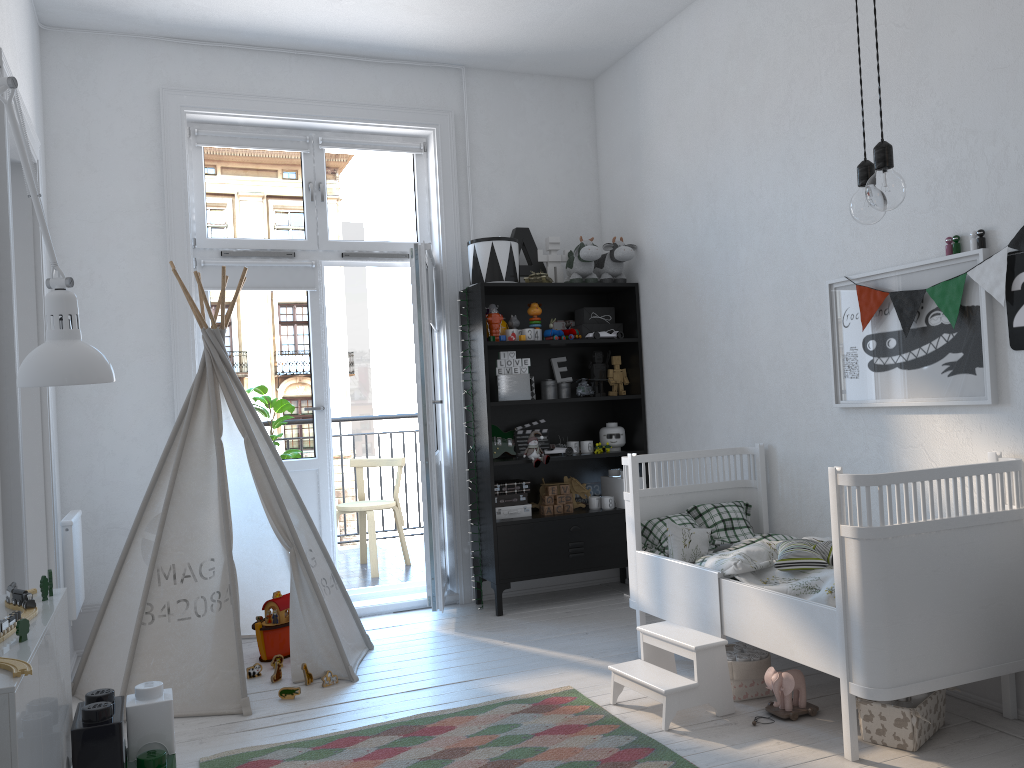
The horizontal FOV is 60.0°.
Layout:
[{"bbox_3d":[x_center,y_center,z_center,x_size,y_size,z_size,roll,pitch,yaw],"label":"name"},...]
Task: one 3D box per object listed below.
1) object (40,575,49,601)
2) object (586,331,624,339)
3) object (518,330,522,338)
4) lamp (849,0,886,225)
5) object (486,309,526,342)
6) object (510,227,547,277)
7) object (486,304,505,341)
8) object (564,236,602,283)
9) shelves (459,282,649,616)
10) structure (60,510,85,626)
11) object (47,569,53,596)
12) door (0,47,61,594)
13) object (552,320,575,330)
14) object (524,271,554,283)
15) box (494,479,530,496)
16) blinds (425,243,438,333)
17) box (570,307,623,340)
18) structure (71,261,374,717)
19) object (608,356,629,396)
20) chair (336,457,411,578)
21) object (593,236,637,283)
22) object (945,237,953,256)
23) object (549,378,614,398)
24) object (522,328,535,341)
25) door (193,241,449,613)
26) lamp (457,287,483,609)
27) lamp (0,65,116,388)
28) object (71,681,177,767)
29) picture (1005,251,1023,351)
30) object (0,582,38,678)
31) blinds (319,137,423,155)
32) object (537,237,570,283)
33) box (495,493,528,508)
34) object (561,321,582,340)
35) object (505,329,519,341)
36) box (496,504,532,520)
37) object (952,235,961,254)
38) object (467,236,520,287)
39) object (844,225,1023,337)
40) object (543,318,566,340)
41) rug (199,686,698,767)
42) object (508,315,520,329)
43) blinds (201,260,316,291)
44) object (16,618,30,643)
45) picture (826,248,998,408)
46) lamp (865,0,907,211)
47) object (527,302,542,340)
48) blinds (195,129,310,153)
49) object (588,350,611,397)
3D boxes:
[{"bbox_3d":[-1.180,0.515,2.238,0.007,0.063,0.029,-3,-1,5],"label":"object"},{"bbox_3d":[0.499,-0.262,4.793,0.230,0.048,0.098,-2,-1,-32],"label":"object"},{"bbox_3d":[0.033,-0.250,4.677,0.067,0.067,0.067,-4,-1,42],"label":"object"},{"bbox_3d":[0.226,-1.061,2.302,1.382,1.529,0.074,-4,-1,43],"label":"lamp"},{"bbox_3d":[-0.080,-0.309,4.663,0.197,0.197,0.318,-3,-1,-26],"label":"object"},{"bbox_3d":[0.059,-0.685,4.881,0.343,0.344,0.057,-3,-1,-22],"label":"object"},{"bbox_3d":[-0.085,-0.315,4.585,0.105,0.203,0.072,-3,-1,-14],"label":"object"},{"bbox_3d":[0.374,-0.654,4.795,0.154,0.253,0.370,-3,-1,-14],"label":"object"},{"bbox_3d":[0.245,0.314,4.772,0.911,1.677,0.353,-3,-1,-22],"label":"shelves"},{"bbox_3d":[-1.871,0.781,3.789,0.075,0.460,0.636,-3,-1,-26],"label":"structure"},{"bbox_3d":[-1.199,0.516,2.304,0.009,0.066,0.054,-3,-1,-31],"label":"object"},{"bbox_3d":[-1.869,0.145,3.144,0.505,2.177,1.465,-2,-1,-37],"label":"door"},{"bbox_3d":[0.390,-0.296,5.015,0.347,0.131,0.037,-3,-1,-22],"label":"object"},{"bbox_3d":[0.136,-0.571,4.710,0.121,0.100,0.338,-3,-1,13],"label":"object"},{"bbox_3d":[-0.034,0.545,4.674,0.215,0.062,0.179,-2,-1,-22],"label":"box"},{"bbox_3d":[-0.411,-0.484,4.594,0.032,0.390,0.565,-3,-1,-2],"label":"blinds"},{"bbox_3d":[0.477,-0.329,4.937,0.251,0.189,0.179,-3,-1,-22],"label":"box"},{"bbox_3d":[-1.225,0.340,3.723,1.143,1.749,1.143,-4,-1,44],"label":"structure"},{"bbox_3d":[0.584,-0.045,4.889,0.114,0.221,0.052,-3,-1,-22],"label":"object"},{"bbox_3d":[-0.936,0.851,5.771,0.436,0.715,0.498,-3,-1,23],"label":"chair"},{"bbox_3d":[0.513,-0.660,4.856,0.211,0.253,0.386,-2,-1,-38],"label":"object"},{"bbox_3d":[1.443,-0.454,2.925,0.025,0.064,0.025,-3,-1,-26],"label":"object"},{"bbox_3d":[0.388,0.021,4.820,0.367,0.106,0.349,-3,-1,-20],"label":"object"},{"bbox_3d":[0.086,-0.254,4.635,0.067,0.067,0.067,-3,-1,-21],"label":"object"},{"bbox_3d":[-0.891,0.227,4.436,1.263,1.838,0.637,-3,-1,-20],"label":"door"},{"bbox_3d":[0.197,0.314,4.821,0.985,1.684,0.095,-3,-1,-24],"label":"lamp"},{"bbox_3d":[-1.068,-0.321,1.790,0.200,0.655,0.651,-3,-1,11],"label":"lamp"},{"bbox_3d":[-1.032,0.998,2.375,0.246,0.331,0.247,-3,-1,-22],"label":"object"},{"bbox_3d":[1.561,-0.254,2.676,0.010,0.301,0.152,-3,-1,-22],"label":"picture"},{"bbox_3d":[-1.106,0.513,1.945,0.111,0.047,0.902,-2,-1,-27],"label":"object"},{"bbox_3d":[-0.754,-1.286,4.788,0.565,0.060,0.032,-2,-1,-22],"label":"blinds"},{"bbox_3d":[0.232,-0.666,4.917,0.190,0.290,0.065,-3,-1,-17],"label":"object"},{"bbox_3d":[-0.047,0.607,4.665,0.215,0.062,0.179,-2,-1,-22],"label":"box"},{"bbox_3d":[0.312,-0.291,4.815,0.122,0.112,0.087,-4,-1,39],"label":"object"},{"bbox_3d":[0.000,-0.250,4.616,0.067,0.067,0.067,-3,-1,-21],"label":"object"},{"bbox_3d":[-0.027,0.667,4.671,0.215,0.062,0.179,-2,-1,-22],"label":"box"},{"bbox_3d":[1.453,-0.455,2.898,0.025,0.064,0.025,-3,-1,-24],"label":"object"},{"bbox_3d":[-0.088,-0.638,4.739,0.272,0.259,0.395,-3,-1,7],"label":"object"},{"bbox_3d":[1.423,-0.371,2.968,0.058,0.415,0.905,-3,-1,-23],"label":"object"},{"bbox_3d":[0.226,-0.288,4.735,0.121,0.126,0.087,-2,-1,-45],"label":"object"},{"bbox_3d":[-0.015,1.103,2.095,1.319,0.016,2.029,-2,-1,-22],"label":"rug"},{"bbox_3d":[0.013,-0.293,4.782,0.063,0.160,0.063,-2,-1,-43],"label":"object"},{"bbox_3d":[-1.292,-0.555,4.546,0.565,0.158,0.032,-2,-1,-22],"label":"blinds"},{"bbox_3d":[-1.005,0.506,1.822,0.006,0.046,0.037,-3,-1,5],"label":"object"},{"bbox_3d":[1.376,-0.168,3.119,0.030,0.492,0.703,-3,-1,-22],"label":"picture"},{"bbox_3d":[0.204,-1.063,2.164,1.382,1.529,0.074,-4,-1,43],"label":"lamp"},{"bbox_3d":[0.123,-0.327,4.695,0.077,0.213,0.077,-3,-1,12],"label":"object"},{"bbox_3d":[-1.328,-1.248,4.555,0.565,0.087,0.032,-2,-1,-22],"label":"blinds"},{"bbox_3d":[0.489,-0.059,4.919,0.117,0.259,0.081,-3,-1,-22],"label":"object"}]
